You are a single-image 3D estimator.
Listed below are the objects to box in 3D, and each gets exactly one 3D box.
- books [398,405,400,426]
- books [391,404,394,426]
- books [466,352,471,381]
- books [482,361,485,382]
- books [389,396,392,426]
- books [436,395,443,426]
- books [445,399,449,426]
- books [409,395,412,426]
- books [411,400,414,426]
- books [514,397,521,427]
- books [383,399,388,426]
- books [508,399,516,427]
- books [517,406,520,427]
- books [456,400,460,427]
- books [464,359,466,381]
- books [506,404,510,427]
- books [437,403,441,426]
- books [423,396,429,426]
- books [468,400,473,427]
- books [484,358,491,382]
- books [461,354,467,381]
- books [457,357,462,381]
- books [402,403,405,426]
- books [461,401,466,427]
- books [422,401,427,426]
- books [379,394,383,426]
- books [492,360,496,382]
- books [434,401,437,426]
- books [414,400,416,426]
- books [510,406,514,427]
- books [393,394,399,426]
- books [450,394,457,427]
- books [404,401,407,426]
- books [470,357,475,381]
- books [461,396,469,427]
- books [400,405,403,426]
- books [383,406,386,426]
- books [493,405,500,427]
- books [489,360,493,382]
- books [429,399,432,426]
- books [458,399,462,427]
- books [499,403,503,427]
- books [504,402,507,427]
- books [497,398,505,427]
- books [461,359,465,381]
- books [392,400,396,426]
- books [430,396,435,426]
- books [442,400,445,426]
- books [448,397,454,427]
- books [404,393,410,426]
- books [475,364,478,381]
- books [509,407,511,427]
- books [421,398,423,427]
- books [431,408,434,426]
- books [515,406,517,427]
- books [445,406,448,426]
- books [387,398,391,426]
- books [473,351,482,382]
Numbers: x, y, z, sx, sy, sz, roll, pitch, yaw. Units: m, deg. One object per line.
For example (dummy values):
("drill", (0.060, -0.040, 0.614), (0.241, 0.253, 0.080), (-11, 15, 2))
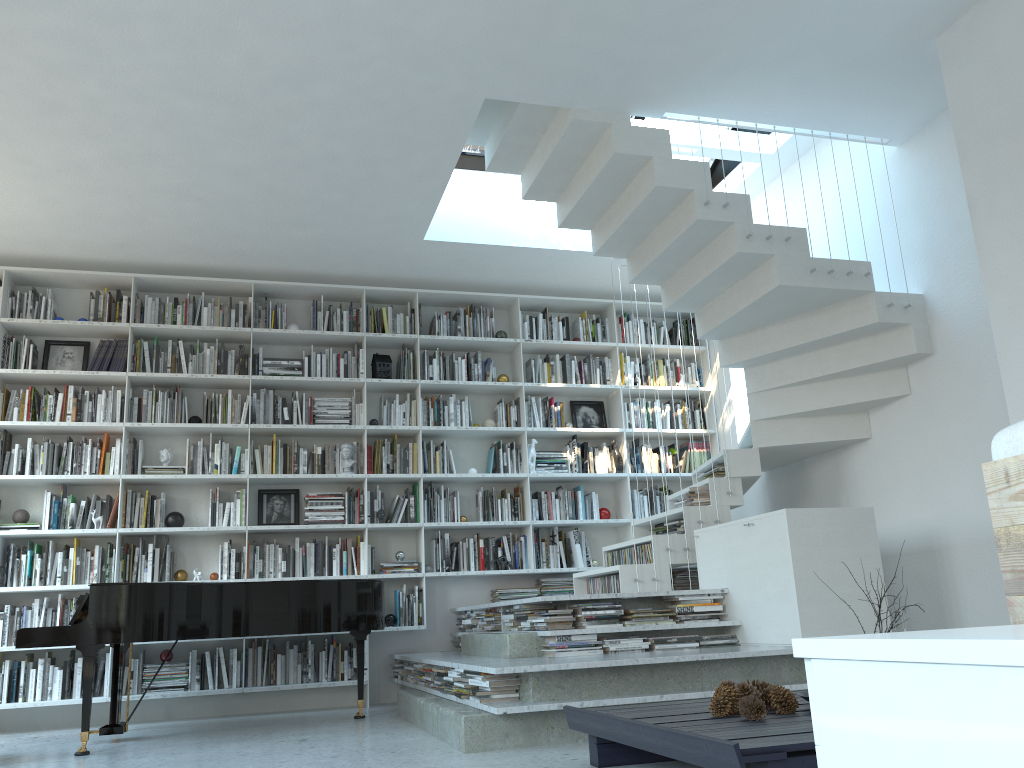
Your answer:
("books", (-0.897, 0.277, 6.940), (0.024, 0.194, 0.173), (1, -15, -16))
("books", (-0.948, 0.274, 6.942), (0.023, 0.206, 0.171), (1, -15, -16))
("books", (-0.364, -0.100, 7.224), (0.012, 0.284, 0.160), (1, -15, -16))
("books", (-0.256, -0.066, 7.233), (0.030, 0.212, 0.157), (1, -15, -16))
("books", (-0.961, 0.241, 6.949), (0.019, 0.274, 0.146), (1, -15, -16))
("books", (-0.575, 0.243, 7.040), (0.014, 0.279, 0.178), (1, -15, -16))
("books", (-0.523, 0.261, 7.073), (0.011, 0.256, 0.131), (1, -15, -16))
("books", (-0.814, 0.243, 6.985), (0.025, 0.276, 0.173), (1, -15, -16))
("books", (-0.793, 0.262, 6.968), (0.028, 0.229, 0.177), (1, -15, -16))
("books", (0.041, 0.261, 7.220), (0.005, 0.277, 0.183), (1, -15, -16))
("books", (-0.992, 0.258, 6.940), (0.024, 0.242, 0.159), (1, -15, -16))
("books", (-0.005, 0.271, 7.207), (0.016, 0.256, 0.176), (1, -15, -16))
("books", (0.032, 0.297, 7.214), (0.012, 0.205, 0.170), (1, -15, -16))
("books", (-0.447, 0.265, 7.080), (0.025, 0.244, 0.184), (1, -15, -16))
("books", (-0.400, -0.075, 7.191), (0.011, 0.221, 0.159), (1, -15, -16))
("books", (-0.049, 0.288, 7.208), (0.016, 0.227, 0.160), (1, -15, -16))
("books", (-0.598, 0.279, 7.044), (0.026, 0.215, 0.162), (1, -15, -16))
("books", (-0.680, 0.248, 7.035), (0.014, 0.277, 0.154), (1, -15, -16))
("books", (-0.348, 0.269, 7.127), (0.034, 0.253, 0.161), (1, -15, -16))
("books", (-0.213, -0.079, 7.237), (0.054, 0.234, 0.172), (1, -15, -16))
("books", (-0.390, -0.095, 7.200), (0.012, 0.264, 0.156), (1, -15, -16))
("books", (-0.436, -0.082, 7.183), (0.023, 0.236, 0.149), (1, -15, -16))
("books", (-0.860, 0.272, 6.956), (0.029, 0.210, 0.158), (1, -15, -16))
("books", (-0.403, 0.274, 7.097), (0.021, 0.231, 0.183), (1, -15, -16))
("books", (-0.701, 0.266, 7.028), (0.030, 0.241, 0.138), (1, -15, -16))
("books", (-1.024, 0.236, 6.937), (0.018, 0.284, 0.160), (1, -15, -16))
("books", (-0.163, -0.067, 7.277), (0.026, 0.228, 0.141), (1, -15, -16))
("books", (-0.617, 0.268, 7.040), (0.013, 0.235, 0.158), (1, -15, -16))
("books", (-0.779, 0.262, 6.989), (0.026, 0.237, 0.173), (1, -15, -16))
("books", (-0.020, 0.299, 7.206), (0.013, 0.201, 0.174), (1, -15, -16))
("books", (-0.912, 0.235, 6.935), (0.028, 0.274, 0.187), (1, -15, -16))
("books", (-0.477, 0.244, 7.093), (0.027, 0.294, 0.160), (1, -15, -16))
("books", (-0.845, 0.263, 6.970), (0.024, 0.233, 0.150), (1, -15, -16))
("books", (-0.338, -0.082, 7.206), (0.030, 0.237, 0.186), (1, -15, -16))
("books", (-0.379, 0.252, 7.098), (0.024, 0.271, 0.170), (1, -15, -16))
("books", (-0.880, 0.278, 6.948), (0.027, 0.196, 0.185), (1, -15, -16))
("books", (-1.003, 0.279, 6.908), (0.028, 0.185, 0.181), (1, -15, -16))
("books", (-0.122, 0.291, 7.190), (0.015, 0.219, 0.140), (1, -15, -16))
("books", (-0.193, -0.067, 7.249), (0.048, 0.216, 0.183), (1, -15, -16))
("books", (-0.661, 0.259, 7.020), (0.014, 0.247, 0.177), (1, -15, -16))
("books", (-0.429, 0.263, 7.107), (0.024, 0.261, 0.134), (1, -15, -16))
("books", (-0.103, 0.284, 7.192), (0.012, 0.231, 0.154), (1, -15, -16))
("books", (-0.075, 0.279, 7.200), (0.016, 0.243, 0.152), (1, -15, -16))
("books", (-0.088, 0.264, 7.188), (0.015, 0.267, 0.164), (1, -15, -16))
("books", (-0.411, -0.072, 7.172), (0.021, 0.208, 0.181), (1, -15, -16))
("books", (-0.933, 0.259, 6.945), (0.023, 0.235, 0.179), (1, -15, -16))
("books", (-0.636, 0.250, 7.060), (0.014, 0.283, 0.136), (1, -15, -16))
("books", (-0.559, 0.266, 7.045), (0.022, 0.237, 0.165), (1, -15, -16))
("books", (-0.497, 0.252, 7.057), (0.030, 0.262, 0.182), (1, -15, -16))
("books", (-0.830, 0.235, 6.984), (0.028, 0.292, 0.155), (1, -15, -16))
("books", (-0.310, -0.053, 7.212), (0.027, 0.181, 0.176), (1, -15, -16))
("books", (-0.036, 0.300, 7.214), (0.012, 0.206, 0.138), (1, -15, -16))
("books", (-0.736, 0.254, 6.996), (0.028, 0.250, 0.190), (1, -15, -16))
("books", (-0.646, 0.296, 7.027), (0.021, 0.178, 0.137), (1, -15, -16))
("books", (0.010, 0.296, 7.204), (0.013, 0.204, 0.174), (1, -15, -16))
("books", (-0.537, 0.289, 7.055), (0.025, 0.193, 0.171), (1, -15, -16))
("books", (-0.974, 0.253, 6.940), (0.028, 0.249, 0.165), (1, -15, -16))
("books", (-0.282, -0.105, 7.220), (0.029, 0.284, 0.184), (1, -15, -16))
